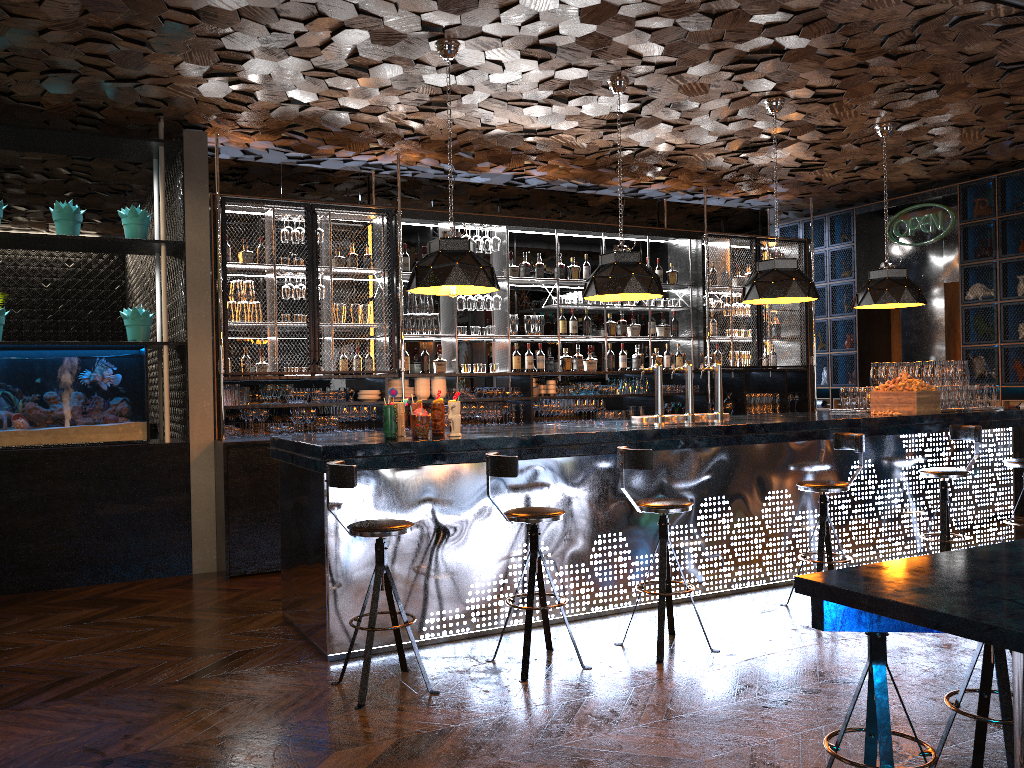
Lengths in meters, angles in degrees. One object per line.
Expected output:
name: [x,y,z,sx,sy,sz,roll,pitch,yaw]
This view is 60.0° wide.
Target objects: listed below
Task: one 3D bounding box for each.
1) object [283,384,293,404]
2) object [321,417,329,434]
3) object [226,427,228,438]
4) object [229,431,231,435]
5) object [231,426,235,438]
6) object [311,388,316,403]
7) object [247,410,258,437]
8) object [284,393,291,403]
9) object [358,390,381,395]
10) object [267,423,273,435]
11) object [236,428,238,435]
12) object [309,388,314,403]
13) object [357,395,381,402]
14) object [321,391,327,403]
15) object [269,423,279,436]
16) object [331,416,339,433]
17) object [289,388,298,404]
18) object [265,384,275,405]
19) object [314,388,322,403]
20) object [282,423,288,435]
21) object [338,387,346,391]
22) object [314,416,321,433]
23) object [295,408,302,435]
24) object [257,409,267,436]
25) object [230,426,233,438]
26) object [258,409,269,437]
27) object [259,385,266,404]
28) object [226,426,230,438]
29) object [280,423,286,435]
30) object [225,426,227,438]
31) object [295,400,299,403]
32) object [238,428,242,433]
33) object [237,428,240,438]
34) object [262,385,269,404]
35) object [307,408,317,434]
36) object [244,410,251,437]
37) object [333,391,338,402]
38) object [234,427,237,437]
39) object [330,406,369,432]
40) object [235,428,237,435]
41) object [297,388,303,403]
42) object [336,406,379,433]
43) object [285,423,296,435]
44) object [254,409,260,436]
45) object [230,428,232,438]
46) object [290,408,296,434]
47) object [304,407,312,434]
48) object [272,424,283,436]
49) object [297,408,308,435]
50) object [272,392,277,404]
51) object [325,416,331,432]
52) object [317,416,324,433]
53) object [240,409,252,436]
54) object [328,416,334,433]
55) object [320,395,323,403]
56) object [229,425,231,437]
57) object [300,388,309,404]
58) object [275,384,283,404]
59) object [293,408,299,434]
object: [-1.907,0.086,7.565,0.087,0.170,0.087,-1,0,23]
object: [-1.641,0.361,7.770,0.065,0.146,0.074,-1,0,39]
object: [-2.370,0.402,7.393,0.033,0.101,0.033,-1,0,43]
object: [-2.375,0.402,7.486,0.031,0.098,0.031,-1,0,17]
object: [-2.323,0.401,7.387,0.031,0.098,0.031,-1,0,11]
object: [-1.721,0.102,7.779,0.074,0.131,0.074,-1,0,-15]
object: [-2.179,0.332,7.449,0.091,0.227,0.091,-1,0,25]
object: [-1.958,0.105,7.794,0.081,0.132,0.081,-1,0,34]
object: [-1.284,0.085,7.984,0.211,0.060,0.209,-1,0,17]
object: [-2.091,0.392,7.728,0.093,0.101,0.093,-1,0,-41]
object: [-2.305,0.410,7.455,0.034,0.080,0.034,-1,0,29]
object: [-1.762,0.102,7.856,0.074,0.131,0.074,-1,0,-15]
object: [-1.284,0.126,7.984,0.209,0.060,0.211,-1,0,22]
object: [-1.648,0.115,7.815,0.078,0.103,0.078,-1,0,15]
object: [-2.043,0.391,7.634,0.093,0.101,0.093,-1,0,23]
object: [-1.559,0.359,7.819,0.074,0.146,0.065,-1,0,-33]
object: [-1.890,0.104,7.664,0.081,0.132,0.081,-1,0,34]
object: [-2.046,0.089,7.504,0.087,0.170,0.087,-1,0,23]
object: [-1.683,0.101,7.701,0.074,0.131,0.074,-1,0,-15]
object: [-1.953,0.390,7.683,0.093,0.101,0.093,-1,0,-7]
object: [-1.547,0.098,8.070,0.074,0.131,0.074,-1,0,-15]
object: [-1.736,0.363,7.948,0.065,0.146,0.074,-1,0,2]
object: [-1.841,0.324,7.709,0.077,0.229,0.088,-1,0,22]
object: [-2.141,0.331,7.584,0.091,0.227,0.091,-1,0,25]
object: [-2.342,0.402,7.420,0.031,0.098,0.031,-1,0,36]
object: [-2.095,0.330,7.491,0.091,0.227,0.091,-1,0,-5]
object: [-2.156,0.091,7.714,0.087,0.170,0.087,-1,0,23]
object: [-2.351,0.402,7.352,0.033,0.101,0.033,-1,0,-3]
object: [-1.996,0.390,7.775,0.093,0.101,0.093,-1,0,-13]
object: [-2.388,0.403,7.426,0.033,0.101,0.033,-1,0,-36]
object: [-1.908,0.104,7.878,0.081,0.132,0.081,-1,0,34]
object: [-2.261,0.409,7.373,0.034,0.080,0.034,-1,0,-14]
object: [-2.282,0.410,7.412,0.034,0.080,0.034,-1,0,27]
object: [-2.101,0.090,7.609,0.087,0.170,0.087,-1,0,23]
object: [-1.750,0.322,7.752,0.088,0.229,0.077,-1,0,-28]
object: [-2.228,0.333,7.546,0.091,0.227,0.091,-1,0,12]
object: [-1.568,0.115,7.856,0.078,0.099,0.078,-1,0,29]
object: [-2.364,0.411,7.570,0.034,0.080,0.034,-1,0,-29]
object: [-1.469,0.317,8.136,0.376,0.227,0.186,-1,0,-29]
object: [-2.325,0.411,7.490,0.034,0.080,0.034,-1,0,-19]
object: [-1.851,0.103,7.762,0.081,0.132,0.081,-1,0,34]
object: [-1.378,0.316,7.962,0.376,0.227,0.186,-1,0,-29]
object: [-1.898,0.388,7.592,0.093,0.101,0.093,-1,0,25]
object: [-2.192,0.332,7.689,0.091,0.227,0.091,-1,0,25]
object: [-2.357,0.402,7.457,0.031,0.098,0.031,-1,0,23]
object: [-1.924,0.325,7.863,0.088,0.229,0.077,-1,0,37]
object: [-1.804,0.323,7.863,0.088,0.229,0.077,-1,0,-26]
object: [-1.994,0.391,7.540,0.093,0.101,0.093,-1,0,30]
object: [-1.800,0.323,7.628,0.088,0.229,0.077,-1,0,-14]
object: [-2.071,0.089,7.745,0.087,0.170,0.087,-1,0,23]
object: [-1.653,0.361,8.006,0.074,0.146,0.065,-1,0,-5]
object: [-1.691,0.362,7.862,0.065,0.146,0.074,-1,0,-15]
object: [-2.297,0.334,7.661,0.091,0.227,0.091,-1,0,-24]
object: [-1.609,0.360,7.913,0.065,0.146,0.074,-1,0,-5]
object: [-1.692,0.115,7.895,0.078,0.103,0.078,-1,0,15]
object: [-2.408,0.403,7.555,0.031,0.098,0.031,-1,0,4]
object: [-1.792,0.102,7.657,0.081,0.132,0.081,-1,0,34]
object: [-2.004,0.088,7.617,0.087,0.170,0.087,-1,0,23]
object: [-1.882,0.325,7.780,0.077,0.229,0.088,-1,0,-12]
